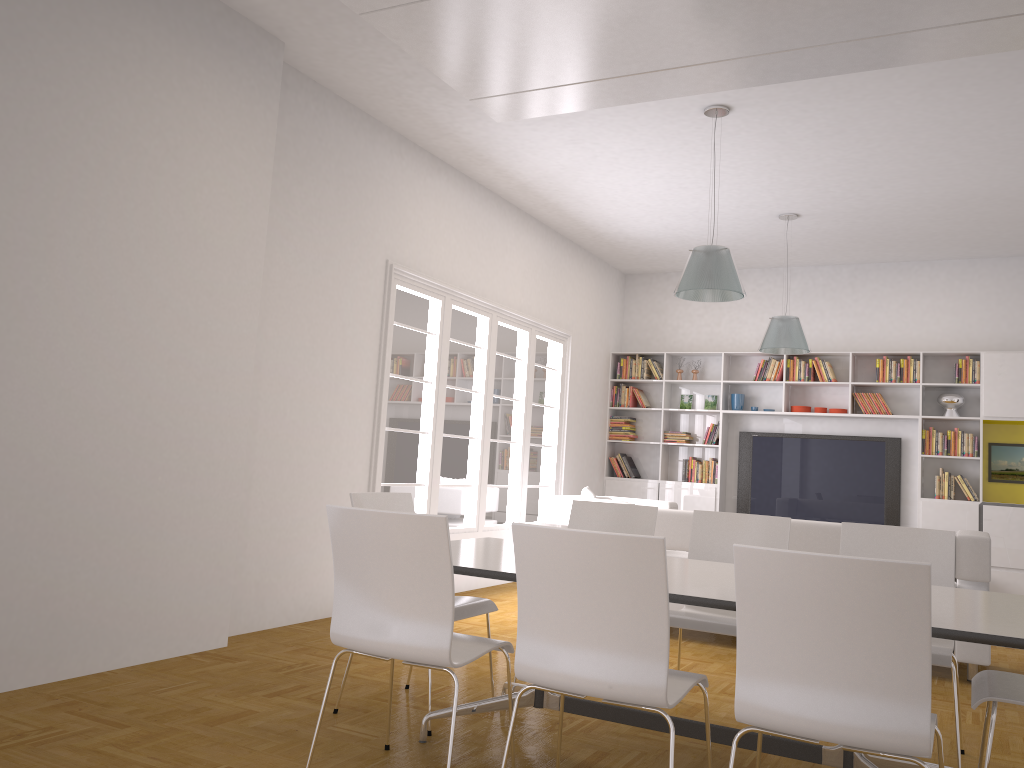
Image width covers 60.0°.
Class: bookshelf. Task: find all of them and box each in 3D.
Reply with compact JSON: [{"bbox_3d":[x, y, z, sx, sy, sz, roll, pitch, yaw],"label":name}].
[{"bbox_3d":[3.548,0.916,9.271,5.365,2.485,0.388,1,-7,28],"label":"bookshelf"}]

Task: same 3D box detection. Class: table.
[{"bbox_3d":[0.645,1.088,3.371,2.411,0.724,1.208,1,-6,28],"label":"table"}]

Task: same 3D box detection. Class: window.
[{"bbox_3d":[-0.280,0.523,7.866,0.195,2.533,3.343,0,-6,28],"label":"window"}]

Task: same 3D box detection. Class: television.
[{"bbox_3d":[3.251,1.086,9.475,1.660,1.090,0.081,1,-7,28],"label":"television"}]

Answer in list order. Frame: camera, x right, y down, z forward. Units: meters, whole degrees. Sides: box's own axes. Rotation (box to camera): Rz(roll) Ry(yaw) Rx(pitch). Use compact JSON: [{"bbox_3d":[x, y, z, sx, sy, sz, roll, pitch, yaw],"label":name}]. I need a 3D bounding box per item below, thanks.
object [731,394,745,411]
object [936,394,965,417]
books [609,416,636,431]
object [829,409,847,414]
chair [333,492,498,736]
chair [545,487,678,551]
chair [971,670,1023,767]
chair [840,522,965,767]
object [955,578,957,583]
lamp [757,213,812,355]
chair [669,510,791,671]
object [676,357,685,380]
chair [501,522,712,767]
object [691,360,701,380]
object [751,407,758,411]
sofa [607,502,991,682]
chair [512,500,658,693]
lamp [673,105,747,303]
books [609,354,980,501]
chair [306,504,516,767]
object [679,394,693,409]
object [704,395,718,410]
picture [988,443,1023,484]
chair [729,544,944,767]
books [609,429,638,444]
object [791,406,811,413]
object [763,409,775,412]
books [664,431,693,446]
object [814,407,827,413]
[{"bbox_3d":[2.511,0.211,9.868,0.147,0.193,0.147,2,-6,17],"label":"object"},{"bbox_3d":[4.398,0.224,8.891,0.256,0.240,0.256,0,-7,35],"label":"object"},{"bbox_3d":[1.309,0.469,10.479,0.252,0.153,0.207,1,-6,28],"label":"books"},{"bbox_3d":[3.445,0.294,9.361,0.182,0.054,0.182,1,-6,24],"label":"object"},{"bbox_3d":[-0.423,0.973,3.964,0.575,0.933,0.560,0,-7,28],"label":"chair"},{"bbox_3d":[0.930,1.420,8.192,0.801,0.913,1.094,-1,-7,37],"label":"chair"},{"bbox_3d":[1.781,1.001,2.811,0.575,0.933,0.560,0,-7,28],"label":"chair"},{"bbox_3d":[1.604,1.082,3.756,0.561,0.933,0.574,0,-7,28],"label":"chair"},{"bbox_3d":[4.086,1.921,8.359,0.211,0.392,0.216,0,-7,28],"label":"object"},{"bbox_3d":[2.482,-0.915,8.022,0.464,1.252,0.463,0,-7,27],"label":"lamp"},{"bbox_3d":[0.983,1.072,4.081,0.561,0.933,0.574,0,-7,28],"label":"chair"},{"bbox_3d":[1.967,-0.164,10.246,0.120,0.280,0.178,0,-7,33],"label":"object"},{"bbox_3d":[0.292,0.904,2.700,0.561,0.933,0.574,0,-7,28],"label":"chair"},{"bbox_3d":[2.080,-0.151,10.204,0.119,0.260,0.179,9,-8,-41],"label":"object"},{"bbox_3d":[2.675,0.282,9.773,0.078,0.056,0.078,8,-7,-37],"label":"object"},{"bbox_3d":[1.776,1.328,6.057,2.623,0.850,0.820,1,-6,28],"label":"sofa"},{"bbox_3d":[0.398,1.063,4.388,0.561,0.933,0.574,0,-7,28],"label":"chair"},{"bbox_3d":[1.313,-1.190,5.786,0.464,1.252,0.463,0,-7,27],"label":"lamp"},{"bbox_3d":[2.905,0.404,9.640,3.862,1.459,0.235,1,-7,28],"label":"books"},{"bbox_3d":[-0.330,0.894,3.025,0.561,0.933,0.574,0,-7,28],"label":"chair"},{"bbox_3d":[2.017,0.215,10.261,0.144,0.190,0.051,1,-7,28],"label":"object"},{"bbox_3d":[2.273,0.219,10.127,0.144,0.190,0.051,1,-7,28],"label":"object"},{"bbox_3d":[4.994,0.781,8.653,0.609,0.389,0.007,1,-7,28],"label":"picture"},{"bbox_3d":[0.877,0.914,2.393,0.561,0.933,0.574,0,-7,28],"label":"chair"},{"bbox_3d":[1.313,0.617,10.456,0.284,0.153,0.207,1,-6,28],"label":"books"},{"bbox_3d":[3.114,0.281,9.557,0.210,0.073,0.210,3,-5,3],"label":"object"},{"bbox_3d":[2.812,0.296,9.699,0.124,0.032,0.123,2,-5,13],"label":"object"},{"bbox_3d":[1.906,0.627,10.145,0.284,0.153,0.207,1,-6,28],"label":"books"},{"bbox_3d":[3.294,0.290,9.462,0.128,0.073,0.128,1,-6,24],"label":"object"}]
